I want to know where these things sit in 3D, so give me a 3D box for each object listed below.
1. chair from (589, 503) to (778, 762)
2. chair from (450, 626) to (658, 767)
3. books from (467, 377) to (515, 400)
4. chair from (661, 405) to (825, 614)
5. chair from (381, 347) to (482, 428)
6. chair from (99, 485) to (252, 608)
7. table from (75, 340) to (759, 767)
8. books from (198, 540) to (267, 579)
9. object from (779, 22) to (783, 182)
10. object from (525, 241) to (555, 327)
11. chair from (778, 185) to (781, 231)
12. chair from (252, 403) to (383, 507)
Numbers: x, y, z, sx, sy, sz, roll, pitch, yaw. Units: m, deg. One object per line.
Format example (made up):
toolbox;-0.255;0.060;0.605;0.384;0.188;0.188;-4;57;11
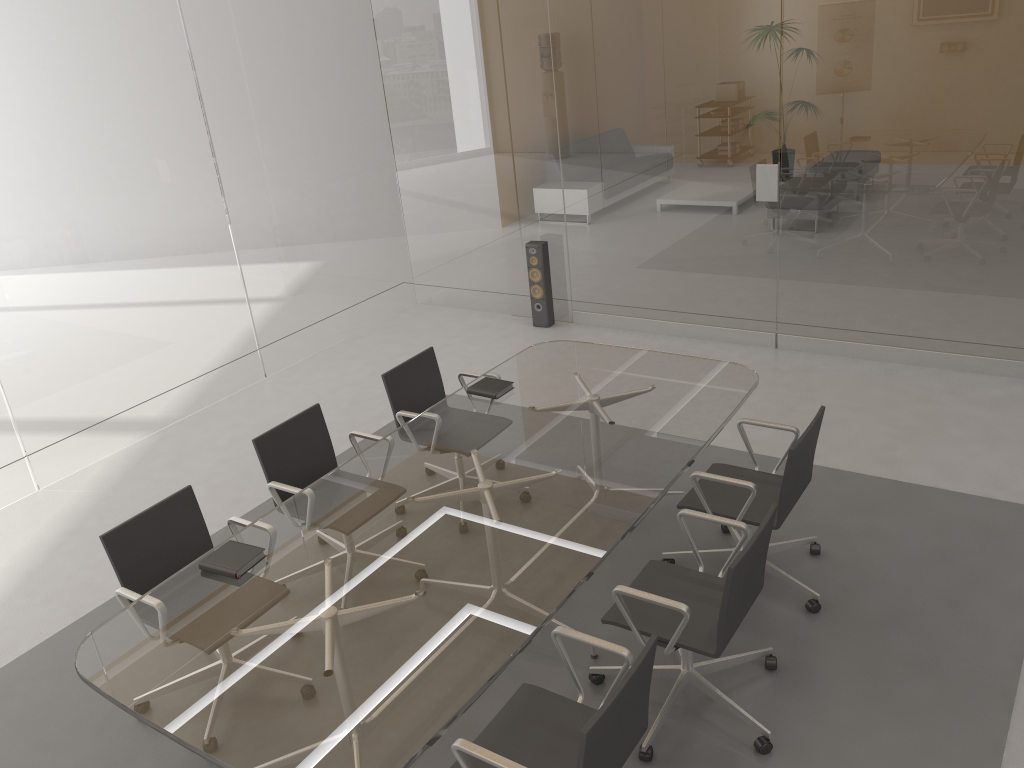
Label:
chair;0.602;0.826;3.257;0.710;0.805;0.731;2;25;18
chair;0.092;1.125;2.697;0.710;0.805;0.731;2;25;18
books;-0.107;0.021;4.447;0.183;0.032;0.164;11;29;35
chair;0.998;0.501;3.907;0.710;0.805;0.731;2;25;18
chair;-0.271;0.277;4.756;0.710;0.805;0.731;1;24;18
chair;-1.166;0.903;3.538;0.710;0.805;0.731;1;24;18
table;-0.073;0.728;3.756;1.372;0.721;3.054;10;28;33
books;-1.021;0.642;3.246;0.183;0.032;0.164;6;26;27
object;3.419;-3.524;11.136;1.222;1.956;0.912;-12;24;-12
object;0.228;-0.814;7.276;0.152;0.706;0.124;7;27;29
chair;3.160;-1.947;9.497;0.575;0.423;1.012;10;28;33
chair;-0.776;0.577;4.191;0.710;0.805;0.731;1;24;18
